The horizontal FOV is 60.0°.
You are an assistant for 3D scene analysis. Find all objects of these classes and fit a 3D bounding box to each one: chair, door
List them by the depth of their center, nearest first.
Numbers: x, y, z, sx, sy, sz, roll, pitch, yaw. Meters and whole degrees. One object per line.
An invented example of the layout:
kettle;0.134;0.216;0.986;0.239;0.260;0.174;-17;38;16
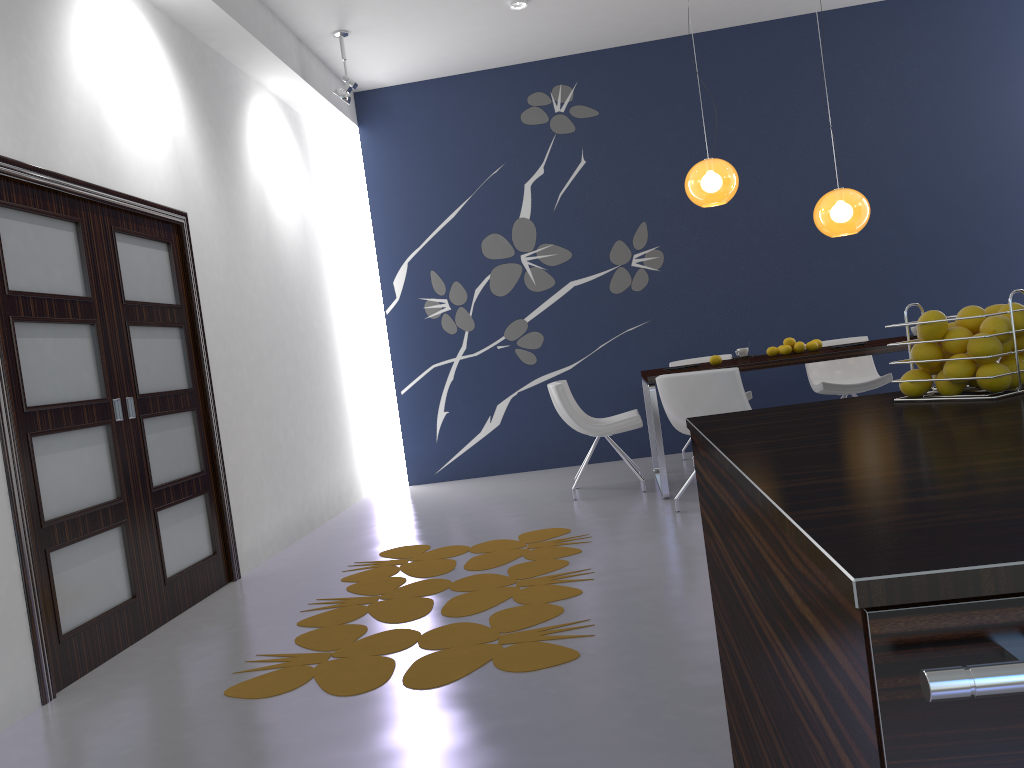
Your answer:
door;-1.859;0.124;4.086;0.220;2.061;1.764;-8;2;6
chair;2.502;0.132;4.988;0.508;0.805;0.620;-9;2;-24
chair;1.222;0.302;5.143;0.508;0.805;0.620;-6;3;41
chair;0.608;0.350;6.218;0.620;0.805;0.508;-8;2;6
chair;2.596;0.057;6.856;0.508;0.805;0.620;-8;2;6
chair;1.572;0.193;6.971;0.508;0.805;0.620;-8;2;1

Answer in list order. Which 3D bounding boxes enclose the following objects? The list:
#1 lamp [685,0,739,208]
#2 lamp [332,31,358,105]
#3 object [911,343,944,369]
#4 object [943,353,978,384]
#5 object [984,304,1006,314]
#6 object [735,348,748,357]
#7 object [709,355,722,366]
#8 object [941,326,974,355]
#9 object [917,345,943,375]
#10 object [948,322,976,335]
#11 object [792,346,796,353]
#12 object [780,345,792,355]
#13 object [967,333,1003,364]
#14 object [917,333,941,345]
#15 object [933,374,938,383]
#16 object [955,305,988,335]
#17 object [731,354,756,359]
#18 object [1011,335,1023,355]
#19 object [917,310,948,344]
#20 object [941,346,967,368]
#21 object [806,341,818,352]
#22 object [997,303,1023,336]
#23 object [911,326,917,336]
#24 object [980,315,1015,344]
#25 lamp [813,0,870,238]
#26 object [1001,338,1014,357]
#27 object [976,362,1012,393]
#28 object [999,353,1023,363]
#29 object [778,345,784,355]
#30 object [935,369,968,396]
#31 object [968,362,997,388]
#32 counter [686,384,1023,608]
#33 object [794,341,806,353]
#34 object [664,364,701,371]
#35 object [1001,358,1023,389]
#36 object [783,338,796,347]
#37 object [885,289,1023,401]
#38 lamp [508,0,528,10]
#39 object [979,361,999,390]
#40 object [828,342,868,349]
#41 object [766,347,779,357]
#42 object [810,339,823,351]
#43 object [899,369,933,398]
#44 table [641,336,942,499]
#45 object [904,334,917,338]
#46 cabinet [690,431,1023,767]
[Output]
lamp;1.261;-2.029;5.987;0.358;1.645;0.359;-7;2;17
lamp;-1.228;-2.275;6.416;0.185;0.511;0.150;-8;2;6
object;0.749;-0.053;1.601;0.061;0.054;0.053;-9;2;-37
object;0.781;-0.027;1.544;0.052;0.053;0.062;-6;3;43
object;0.882;-0.119;1.603;0.053;0.051;0.063;-9;2;-36
object;1.668;-0.225;6.411;0.081;0.064;0.101;-7;2;31
object;1.341;-0.156;5.835;0.083;0.068;0.070;-7;2;10
object;0.790;-0.077;1.572;0.055;0.051;0.061;-8;2;1
object;0.785;-0.045;1.649;0.061;0.055;0.051;-8;2;-14
object;0.835;-0.091;1.658;0.061;0.052;0.053;-7;2;20
object;1.927;-0.244;6.023;0.081;0.071;0.069;-8;2;-17
object;1.837;-0.227;5.948;0.070;0.068;0.083;-9;2;-25
object;0.802;-0.060;1.506;0.060;0.055;0.053;-9;2;-40
object;0.778;-0.094;1.642;0.051;0.053;0.063;-7;2;19
object;0.816;-0.013;1.662;0.051;0.053;0.063;-7;2;14
object;0.824;-0.114;1.590;0.051;0.053;0.063;-8;2;8
object;1.677;-0.195;6.420;0.154;0.020;0.154;-9;2;-39
object;0.908;-0.078;1.568;0.053;0.051;0.063;-9;2;-25
object;0.749;-0.102;1.580;0.050;0.060;0.059;-8;2;6
object;0.806;-0.050;1.627;0.051;0.053;0.062;-7;2;14
object;2.019;-0.253;5.966;0.083;0.068;0.070;-7;2;10
object;0.880;-0.113;1.551;0.052;0.060;0.057;-8;2;-6
object;2.737;-0.356;5.958;0.101;0.064;0.081;-7;2;32
object;0.835;-0.094;1.525;0.063;0.051;0.053;-9;2;-38
lamp;2.090;-1.973;5.904;0.359;1.974;0.358;-7;2;12
object;0.851;-0.072;1.566;0.064;0.053;0.051;-7;2;9
object;0.819;-0.011;1.509;0.061;0.053;0.053;-9;2;-39
object;0.905;-0.030;1.587;0.060;0.057;0.052;-8;2;8
object;1.845;-0.231;6.032;0.070;0.068;0.083;-9;2;-25
object;0.787;-0.005;1.587;0.061;0.055;0.050;-9;2;-38
object;0.843;-0.022;1.598;0.057;0.060;0.052;-7;2;12
counter;1.946;0.089;1.046;3.291;1.300;1.302;-8;2;6
object;1.926;-0.245;5.940;0.076;0.080;0.094;-8;2;8
object;1.162;-0.112;6.046;0.232;0.020;0.232;-6;2;35
object;0.868;-0.017;1.544;0.053;0.053;0.061;-9;2;-41
object;1.872;-0.279;5.980;0.083;0.068;0.070;-7;2;10
object;0.819;-0.070;1.593;0.189;0.174;0.207;-9;2;-29
lamp;0.043;-2.685;6.261;0.132;0.035;0.132;-8;2;6
object;0.867;-0.021;1.634;0.064;0.063;0.074;-7;2;27
object;2.232;-0.253;5.894;0.232;0.020;0.232;-6;2;35
object;1.765;-0.219;5.999;0.083;0.068;0.070;-7;2;10
object;2.066;-0.266;6.035;0.079;0.077;0.094;-8;2;-20
object;0.740;-0.002;1.623;0.062;0.052;0.053;-10;3;-44
table;1.969;0.182;6.014;2.046;0.783;1.127;-8;2;6
object;2.732;-0.324;5.965;0.154;0.020;0.154;-9;2;-38
cabinet;1.979;0.310;1.064;3.285;0.852;1.377;-8;2;6
